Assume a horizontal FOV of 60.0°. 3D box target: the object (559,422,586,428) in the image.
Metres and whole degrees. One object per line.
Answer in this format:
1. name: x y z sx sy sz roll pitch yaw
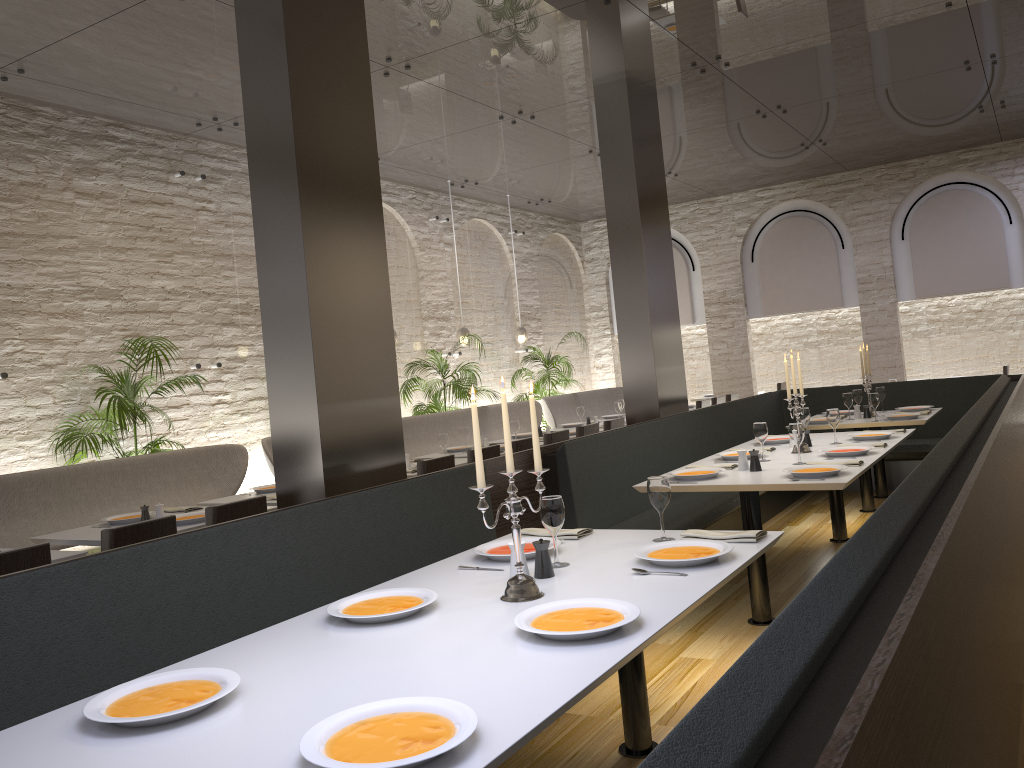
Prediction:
1. object: 0.696 0.476 10.200 0.322 0.036 0.321 -6 1 -21

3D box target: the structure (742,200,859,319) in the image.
1. structure: 4.234 -1.887 13.157 1.630 1.677 0.098 -6 -2 31

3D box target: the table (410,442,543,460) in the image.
1. table: -0.220 0.980 8.089 0.934 0.761 1.012 -6 0 31

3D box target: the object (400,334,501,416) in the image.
1. object: -0.736 0.409 10.270 1.146 1.977 1.186 -5 -1 -18

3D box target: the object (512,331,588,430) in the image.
1. object: 0.553 0.268 12.369 1.144 1.977 1.188 -6 -1 12

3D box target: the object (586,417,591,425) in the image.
1. object: 0.865 0.422 10.017 0.059 0.109 0.059 -5 -1 -23

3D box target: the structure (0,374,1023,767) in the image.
1. structure: 0.992 0.780 4.174 2.367 1.002 10.760 -5 0 31

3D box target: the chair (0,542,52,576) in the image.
1. chair: -2.179 1.134 3.637 0.564 0.907 0.412 -6 -2 31

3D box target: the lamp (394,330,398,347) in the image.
1. lamp: -1.407 -1.391 9.603 0.177 2.043 0.177 -6 -2 16

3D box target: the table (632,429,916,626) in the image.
1. table: 1.802 0.812 5.528 1.098 0.761 2.541 -6 0 31

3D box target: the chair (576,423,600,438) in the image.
1. chair: 0.523 0.837 8.101 0.564 0.907 0.412 -6 -2 31

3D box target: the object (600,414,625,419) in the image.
1. object: 1.267 0.413 11.144 0.322 0.036 0.321 -6 1 -21

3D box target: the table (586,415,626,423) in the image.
1. table: 1.536 0.787 10.990 0.934 0.761 1.012 -6 0 31

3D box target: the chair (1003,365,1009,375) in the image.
1. chair: 6.751 0.206 12.505 0.564 0.907 0.412 -6 -2 31

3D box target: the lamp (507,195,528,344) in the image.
1. lamp: 0.045 -1.551 12.001 0.177 2.043 0.177 -6 -2 10

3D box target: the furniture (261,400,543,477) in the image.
1. furniture: -0.661 0.846 8.843 0.707 1.098 4.481 -6 0 31

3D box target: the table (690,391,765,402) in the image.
1. table: 3.556 0.563 14.456 0.934 0.761 1.012 -6 0 31

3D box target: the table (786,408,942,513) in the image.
1. table: 3.125 0.667 7.714 1.098 0.761 1.189 -6 0 31

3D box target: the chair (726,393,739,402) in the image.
1. chair: 2.731 0.594 11.748 0.564 0.907 0.412 -6 -2 31

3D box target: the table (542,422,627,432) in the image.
1. table: 0.965 0.849 10.047 0.934 0.761 1.012 -6 0 31

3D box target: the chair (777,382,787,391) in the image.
1. chair: 4.102 0.442 14.116 0.564 0.907 0.412 -6 -2 31

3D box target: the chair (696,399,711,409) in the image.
1. chair: 2.141 0.659 10.774 0.564 0.907 0.412 -6 -2 31

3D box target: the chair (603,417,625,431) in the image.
1. chair: 0.818 0.804 8.588 0.564 0.907 0.412 -6 -2 31

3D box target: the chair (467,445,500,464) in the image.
1. chair: -0.366 0.934 6.633 0.564 0.907 0.412 -6 -2 31

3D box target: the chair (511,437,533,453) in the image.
1. chair: -0.075 0.902 7.113 0.564 0.907 0.412 -6 -2 31

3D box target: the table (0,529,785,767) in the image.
1. table: -0.106 1.022 2.376 1.098 0.761 2.541 -6 0 31

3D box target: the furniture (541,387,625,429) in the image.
1. furniture: 1.243 0.636 11.987 0.706 1.098 2.587 -6 0 31

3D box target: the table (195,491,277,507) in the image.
1. table: -1.424 1.112 6.100 0.934 0.761 1.012 -6 0 31

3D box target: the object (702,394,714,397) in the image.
1. object: 3.287 0.190 14.609 0.322 0.036 0.321 -6 1 -24

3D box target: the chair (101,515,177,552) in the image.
1. chair: -1.860 1.099 4.165 0.564 0.907 0.412 -6 -2 31

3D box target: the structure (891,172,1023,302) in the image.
1. structure: 6.036 -2.048 12.061 1.630 1.677 0.098 -6 -2 31

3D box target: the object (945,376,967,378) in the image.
1. object: 6.380 -0.085 12.726 0.322 0.036 0.321 -6 1 -24

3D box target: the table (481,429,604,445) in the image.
1. table: 0.386 0.913 9.090 0.934 0.761 1.012 -6 0 31

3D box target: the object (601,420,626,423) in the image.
1. object: 1.152 0.436 9.920 0.322 0.036 0.321 -6 1 -21

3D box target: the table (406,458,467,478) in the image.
1. table: -0.822 1.046 7.095 0.934 0.761 1.012 -6 0 31

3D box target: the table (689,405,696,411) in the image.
1. table: 2.127 0.722 11.966 0.934 0.761 1.012 -6 0 31

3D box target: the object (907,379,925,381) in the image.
1. object: 5.924 -0.045 13.005 0.322 0.036 0.321 -6 1 -24

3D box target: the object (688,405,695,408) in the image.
1. object: 2.314 0.308 11.839 0.322 0.036 0.321 -6 1 -21

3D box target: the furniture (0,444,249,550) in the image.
1. furniture: -3.064 1.110 4.874 0.707 1.098 4.481 -6 0 31

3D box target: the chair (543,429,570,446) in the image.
1. chair: 0.217 0.870 7.595 0.564 0.907 0.412 -6 -2 31

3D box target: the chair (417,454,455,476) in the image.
1. chair: -0.673 0.968 6.125 0.564 0.907 0.412 -6 -2 31

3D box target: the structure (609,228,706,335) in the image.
1. structure: 2.311 -1.716 14.326 1.630 1.677 0.098 -6 -2 31

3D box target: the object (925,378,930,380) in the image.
1. object: 6.117 -0.059 13.288 0.272 0.033 0.143 -5 1 31

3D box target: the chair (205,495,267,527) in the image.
1. chair: -1.567 1.067 4.648 0.564 0.907 0.412 -6 -2 31

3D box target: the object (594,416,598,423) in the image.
1. object: 0.948 0.415 10.019 0.059 0.109 0.059 -5 -1 -23

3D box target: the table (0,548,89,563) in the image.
1. table: -2.659 1.248 4.061 0.934 0.761 1.012 -6 0 31

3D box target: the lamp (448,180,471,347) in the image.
1. lamp: -0.673 -1.472 10.814 0.177 2.043 0.177 -6 -2 10

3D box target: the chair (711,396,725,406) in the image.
1. chair: 2.432 0.627 11.254 0.564 0.907 0.412 -6 -2 31

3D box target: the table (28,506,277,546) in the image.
1. table: -2.011 1.177 5.131 0.934 0.761 1.012 -6 0 31
